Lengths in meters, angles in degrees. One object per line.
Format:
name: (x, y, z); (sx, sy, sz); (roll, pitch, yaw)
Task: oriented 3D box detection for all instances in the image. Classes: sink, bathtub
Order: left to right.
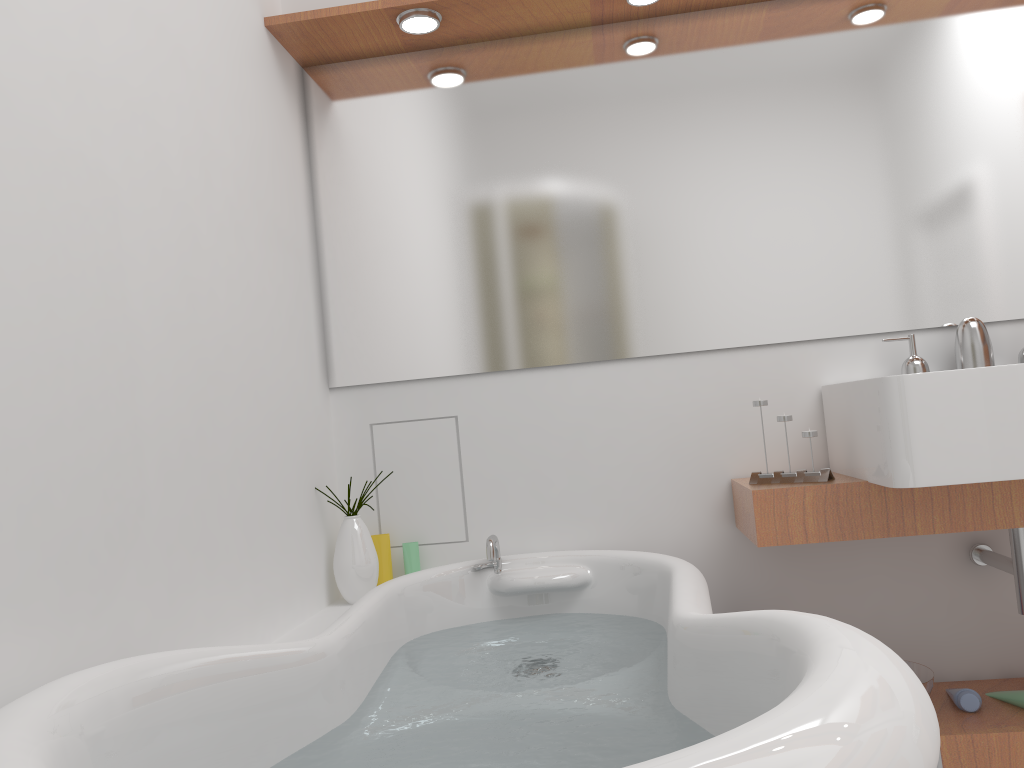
bathtub: (-0.028, 0.649, 1.398); (1.055, 0.674, 1.863); (-6, -3, 7)
sink: (1.092, 0.171, 1.935); (0.657, 0.673, 0.552); (-6, -3, 7)

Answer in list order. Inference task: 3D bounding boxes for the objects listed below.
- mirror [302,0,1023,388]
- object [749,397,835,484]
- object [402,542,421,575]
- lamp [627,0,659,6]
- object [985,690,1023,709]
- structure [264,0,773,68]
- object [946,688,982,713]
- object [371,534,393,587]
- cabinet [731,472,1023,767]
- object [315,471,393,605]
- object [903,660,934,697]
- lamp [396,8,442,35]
mirror: (0.727, -0.554, 2.281); (2.600, 0.887, 0.022); (-6, -3, 7)
object: (0.633, 0.126, 2.042); (0.182, 0.203, 0.059); (-7, -3, 37)
object: (-0.261, 0.483, 2.327); (0.038, 0.133, 0.038); (-8, -4, 40)
lamp: (0.325, -0.957, 2.178); (0.098, 0.018, 0.098); (-7, -3, 27)
object: (1.143, 0.699, 1.998); (0.059, 0.052, 0.187); (-5, -3, -9)
structure: (0.657, -1.116, 2.178); (2.606, 0.240, 0.287); (-6, -3, 7)
object: (1.042, 0.711, 2.048); (0.059, 0.052, 0.187); (-6, -3, 18)
object: (-0.342, 0.478, 2.336); (0.047, 0.162, 0.047); (-7, -3, 33)
cabinet: (1.273, 0.525, 1.991); (1.635, 0.719, 0.355); (-6, -3, 7)
object: (-0.382, 0.391, 2.236); (0.154, 0.326, 0.215); (-7, -3, 37)
object: (0.833, 0.704, 2.023); (0.245, 0.090, 0.245); (-4, -3, -22)
lamp: (-0.231, -0.904, 2.211); (0.113, 0.021, 0.113); (-4, -3, -22)
